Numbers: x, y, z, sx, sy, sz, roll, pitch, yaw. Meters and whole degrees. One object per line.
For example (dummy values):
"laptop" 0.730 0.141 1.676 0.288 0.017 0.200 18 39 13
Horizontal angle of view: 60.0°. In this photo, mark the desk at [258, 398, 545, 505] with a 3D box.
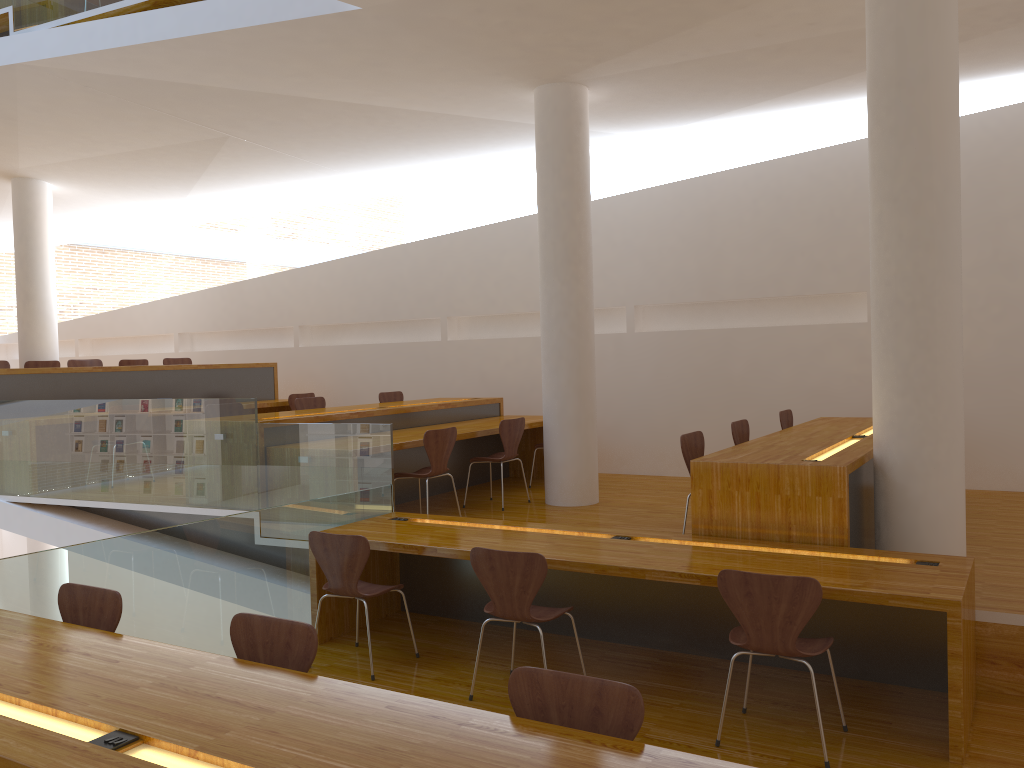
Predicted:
"desk" -0.868 0.584 7.399 1.527 0.785 3.243 -1 2 31

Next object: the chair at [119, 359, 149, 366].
"chair" -4.509 0.062 10.359 0.381 0.693 0.428 -1 2 31

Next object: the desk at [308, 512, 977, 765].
"desk" 0.460 1.089 4.357 3.185 0.606 0.760 -1 2 31

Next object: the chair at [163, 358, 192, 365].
"chair" -3.631 0.048 9.952 0.381 0.693 0.428 -1 2 31

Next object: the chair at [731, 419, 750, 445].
"chair" 1.700 0.594 5.947 0.381 0.693 0.428 -1 2 31

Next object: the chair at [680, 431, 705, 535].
"chair" 1.205 0.630 5.112 0.381 0.693 0.428 -1 2 31

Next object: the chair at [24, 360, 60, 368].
"chair" -5.046 0.104 9.377 0.381 0.693 0.428 -1 2 31

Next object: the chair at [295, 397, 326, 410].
"chair" -1.674 0.465 7.940 0.381 0.693 0.428 -1 2 31

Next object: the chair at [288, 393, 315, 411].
"chair" -2.359 0.447 9.491 0.381 0.693 0.428 -1 2 31

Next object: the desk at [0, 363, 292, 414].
"desk" -3.547 0.329 8.708 1.248 1.022 3.216 -1 2 31

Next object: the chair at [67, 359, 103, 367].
"chair" -4.228 0.090 9.020 0.381 0.693 0.428 -1 2 31

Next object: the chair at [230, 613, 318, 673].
"chair" -0.857 1.121 2.770 0.428 0.693 0.381 -1 2 31

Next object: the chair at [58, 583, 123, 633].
"chair" -1.693 1.132 3.265 0.428 0.693 0.381 -1 2 31

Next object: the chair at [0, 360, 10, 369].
"chair" -4.722 0.126 8.185 0.381 0.693 0.428 -1 2 31

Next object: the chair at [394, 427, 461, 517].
"chair" -0.623 0.654 6.196 0.381 0.693 0.428 -1 2 31

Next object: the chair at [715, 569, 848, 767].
"chair" 1.055 1.047 3.480 0.428 0.693 0.381 -1 2 31

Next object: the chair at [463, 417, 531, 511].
"chair" -0.128 0.617 7.031 0.381 0.693 0.428 -1 2 31

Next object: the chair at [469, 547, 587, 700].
"chair" 0.073 1.061 4.017 0.428 0.693 0.381 -1 2 31

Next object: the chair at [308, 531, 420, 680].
"chair" -0.763 1.072 4.513 0.428 0.693 0.381 -1 2 31

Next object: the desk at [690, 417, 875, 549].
"desk" 2.055 0.629 5.710 0.760 0.606 3.185 -1 2 31

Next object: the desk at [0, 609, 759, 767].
"desk" -1.047 1.346 2.181 3.236 0.918 1.285 -1 2 31

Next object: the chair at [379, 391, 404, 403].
"chair" -1.071 0.423 8.883 0.381 0.693 0.428 -1 2 31

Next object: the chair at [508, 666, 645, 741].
"chair" 0.085 1.110 2.166 0.428 0.693 0.381 -1 2 31

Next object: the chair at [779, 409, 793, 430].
"chair" 2.303 0.552 6.890 0.381 0.693 0.428 -1 2 31

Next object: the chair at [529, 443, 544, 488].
"chair" 0.409 0.576 8.013 0.381 0.693 0.428 -1 2 31
